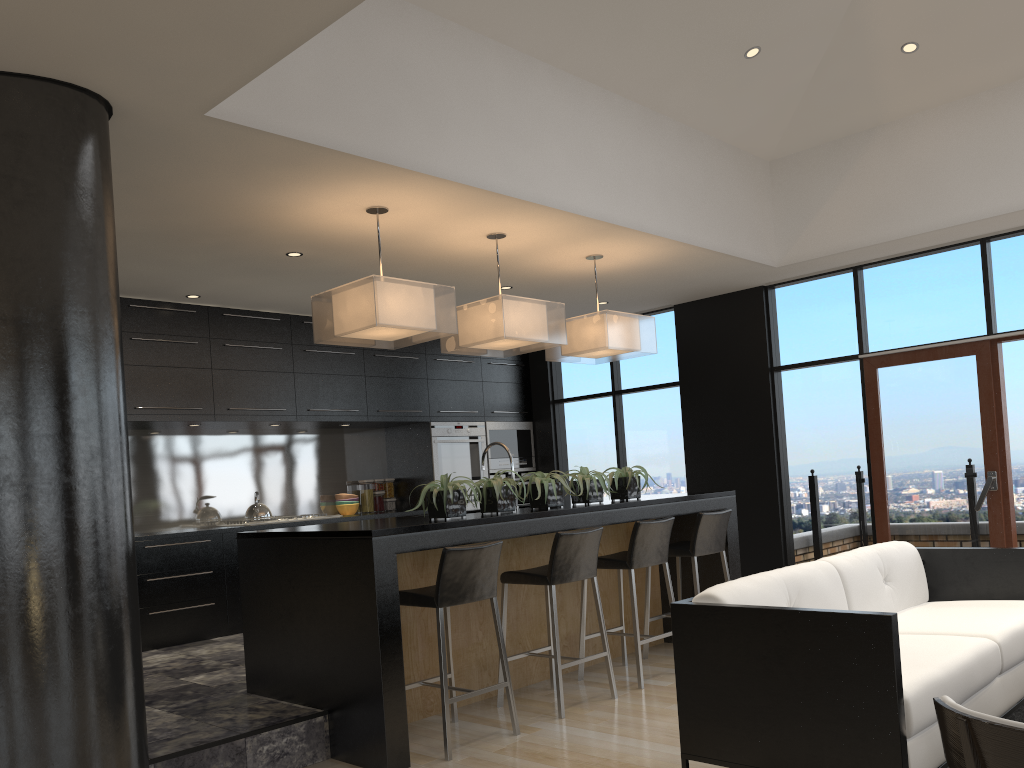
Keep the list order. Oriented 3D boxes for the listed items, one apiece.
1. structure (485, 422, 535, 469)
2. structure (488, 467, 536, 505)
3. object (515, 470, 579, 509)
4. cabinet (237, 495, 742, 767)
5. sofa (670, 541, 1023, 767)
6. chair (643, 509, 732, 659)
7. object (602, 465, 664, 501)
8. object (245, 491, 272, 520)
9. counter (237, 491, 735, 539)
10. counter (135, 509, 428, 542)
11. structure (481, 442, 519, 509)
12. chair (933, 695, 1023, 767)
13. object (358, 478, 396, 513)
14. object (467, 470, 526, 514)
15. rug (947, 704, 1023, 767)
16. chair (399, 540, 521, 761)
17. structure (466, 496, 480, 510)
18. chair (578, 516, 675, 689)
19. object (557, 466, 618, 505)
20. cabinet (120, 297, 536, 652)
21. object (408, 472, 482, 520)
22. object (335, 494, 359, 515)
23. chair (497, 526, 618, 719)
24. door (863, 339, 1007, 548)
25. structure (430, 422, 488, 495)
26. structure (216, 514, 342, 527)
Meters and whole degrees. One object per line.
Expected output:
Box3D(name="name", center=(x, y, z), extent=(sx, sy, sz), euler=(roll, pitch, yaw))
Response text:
Box3D(name="structure", center=(-0.010, 0.623, 9.013), extent=(0.027, 0.472, 0.676), euler=(-5, -4, 44))
Box3D(name="structure", center=(0.021, 1.085, 9.007), extent=(0.071, 0.443, 0.678), euler=(-5, -4, 44))
Box3D(name="object", center=(0.239, 0.614, 5.160), extent=(0.406, 0.216, 0.400), euler=(-2, -5, -21))
Box3D(name="cabinet", center=(0.080, 1.310, 5.379), extent=(1.186, 1.033, 3.113), euler=(-8, -7, 43))
Box3D(name="sofa", center=(1.613, 1.137, 3.710), extent=(0.843, 0.800, 2.031), euler=(-7, -6, 43))
Box3D(name="chair", center=(1.186, 1.326, 5.864), extent=(0.521, 0.960, 0.475), euler=(-6, -3, 44))
Box3D(name="object", center=(0.725, 0.646, 5.752), extent=(0.397, 0.216, 0.409), euler=(-2, -5, -21))
Box3D(name="object", center=(-2.075, 0.990, 7.203), extent=(0.222, 0.229, 0.221), euler=(-7, -4, 36))
Box3D(name="counter", center=(0.043, 0.777, 5.387), extent=(1.187, 0.031, 3.113), euler=(-10, -9, 43))
Box3D(name="counter", center=(-1.959, 1.181, 7.449), extent=(0.735, 0.033, 2.860), euler=(-10, -9, 43))
Box3D(name="structure", center=(-0.164, 0.887, 5.589), extent=(0.659, 1.014, 2.775), euler=(-6, -6, 43))
Box3D(name="chair", center=(1.389, 1.018, 1.903), extent=(0.810, 0.672, 0.684), euler=(-8, -5, 44))
Box3D(name="object", center=(-1.290, 1.074, 8.487), extent=(0.114, 0.314, 0.365), euler=(-5, -4, 44))
Box3D(name="object", center=(-0.080, 0.593, 4.865), extent=(0.397, 0.238, 0.409), euler=(-2, -5, -21))
Box3D(name="rug", center=(2.365, 1.415, 3.108), extent=(3.032, 0.011, 2.497), euler=(2, -9, -45))
Box3D(name="chair", center=(-0.310, 1.258, 4.306), extent=(0.521, 0.960, 0.475), euler=(-6, -3, 44))
Box3D(name="structure", center=(-0.451, 1.437, 8.494), extent=(0.086, 0.704, 0.700), euler=(-5, -3, 44))
Box3D(name="chair", center=(0.719, 1.305, 5.377), extent=(0.521, 0.960, 0.475), euler=(-6, -3, 44))
Box3D(name="object", center=(0.498, 0.615, 5.434), extent=(0.406, 0.238, 0.400), euler=(-2, -5, -21))
Box3D(name="cabinet", center=(-1.972, 0.724, 7.440), extent=(0.732, 2.515, 5.725), euler=(-5, -5, 44))
Box3D(name="object", center=(-0.382, 0.583, 4.587), extent=(0.406, 0.238, 0.400), euler=(-2, -5, -21))
Box3D(name="object", center=(-1.529, 1.118, 8.199), extent=(0.186, 0.204, 0.204), euler=(-7, -5, 45))
Box3D(name="chair", center=(0.235, 1.283, 4.873), extent=(0.521, 0.960, 0.475), euler=(-6, -3, 44))
Box3D(name="door", center=(3.114, 0.730, 6.531), extent=(0.902, 1.986, 0.095), euler=(-6, -2, 44))
Box3D(name="structure", center=(-0.501, 0.720, 8.505), extent=(0.086, 0.704, 0.700), euler=(-5, -3, 44))
Box3D(name="structure", center=(-1.947, 1.155, 7.436), extent=(0.523, 0.066, 0.900), euler=(-10, -9, 43))
